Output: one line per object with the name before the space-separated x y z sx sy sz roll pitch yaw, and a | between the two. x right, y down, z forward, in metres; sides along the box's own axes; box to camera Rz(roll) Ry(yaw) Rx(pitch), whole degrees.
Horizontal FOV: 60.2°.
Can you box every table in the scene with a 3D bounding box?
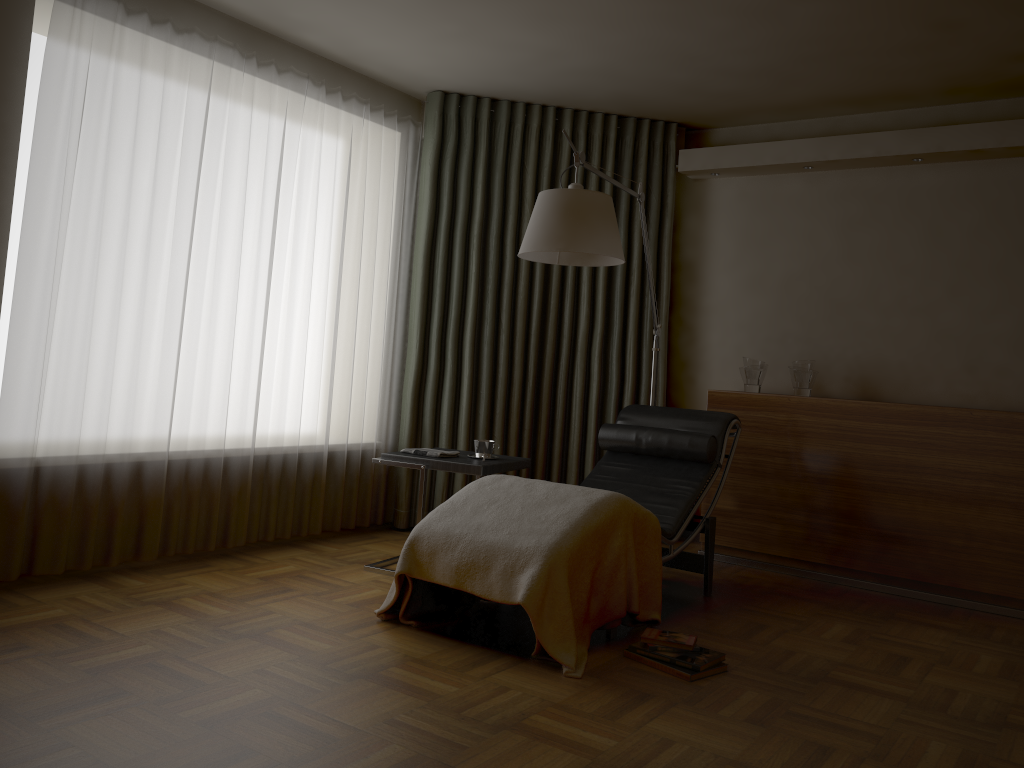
table | -0.250 0.354 4.080 0.518 0.045 0.497 4 1 26

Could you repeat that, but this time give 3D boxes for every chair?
chair | 0.382 0.501 3.733 0.636 0.801 1.779 2 -1 35

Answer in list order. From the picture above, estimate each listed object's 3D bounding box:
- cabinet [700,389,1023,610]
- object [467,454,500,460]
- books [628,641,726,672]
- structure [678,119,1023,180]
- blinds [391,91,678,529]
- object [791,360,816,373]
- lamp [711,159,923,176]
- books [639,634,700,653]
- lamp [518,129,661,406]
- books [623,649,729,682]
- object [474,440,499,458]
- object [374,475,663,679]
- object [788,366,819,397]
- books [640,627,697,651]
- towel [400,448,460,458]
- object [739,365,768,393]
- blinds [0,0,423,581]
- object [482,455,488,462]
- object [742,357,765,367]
cabinet | 1.833 0.522 4.439 1.677 0.867 0.413 4 -3 35
object | -0.132 0.336 4.055 0.150 0.009 0.149 5 1 40
books | 0.552 0.897 2.950 0.265 0.020 0.188 5 1 39
structure | 1.959 -1.247 4.727 2.183 0.131 0.272 5 0 35
blinds | 0.171 -0.386 5.106 1.530 2.467 0.223 4 -4 -10
object | 1.535 -0.053 4.658 0.123 0.151 0.122 3 -2 14
lamp | 1.659 -1.217 4.917 1.159 0.028 0.050 5 0 35
books | 0.530 0.876 2.980 0.172 0.018 0.123 4 1 -6
lamp | 0.513 -0.040 4.047 0.452 1.978 1.406 1 -4 38
books | 0.542 0.918 2.933 0.199 0.022 0.280 3 1 -41
object | -0.125 0.300 4.062 0.098 0.079 0.110 3 -1 36
object | 0.059 0.636 3.299 0.919 0.523 0.904 4 0 35
object | 1.532 -0.014 4.656 0.156 0.155 0.155 3 -2 25
books | 0.529 0.858 2.974 0.173 0.018 0.123 4 1 19
towel | -0.366 0.315 4.046 0.241 0.035 0.178 5 1 38
object | 1.312 -0.032 4.809 0.155 0.155 0.155 4 -2 -9
blinds | -1.201 -0.401 4.128 0.092 2.303 2.184 1 -3 35
object | -0.126 0.331 3.954 0.029 0.019 0.123 4 1 4
object | 1.315 -0.071 4.812 0.122 0.151 0.122 3 -2 17
